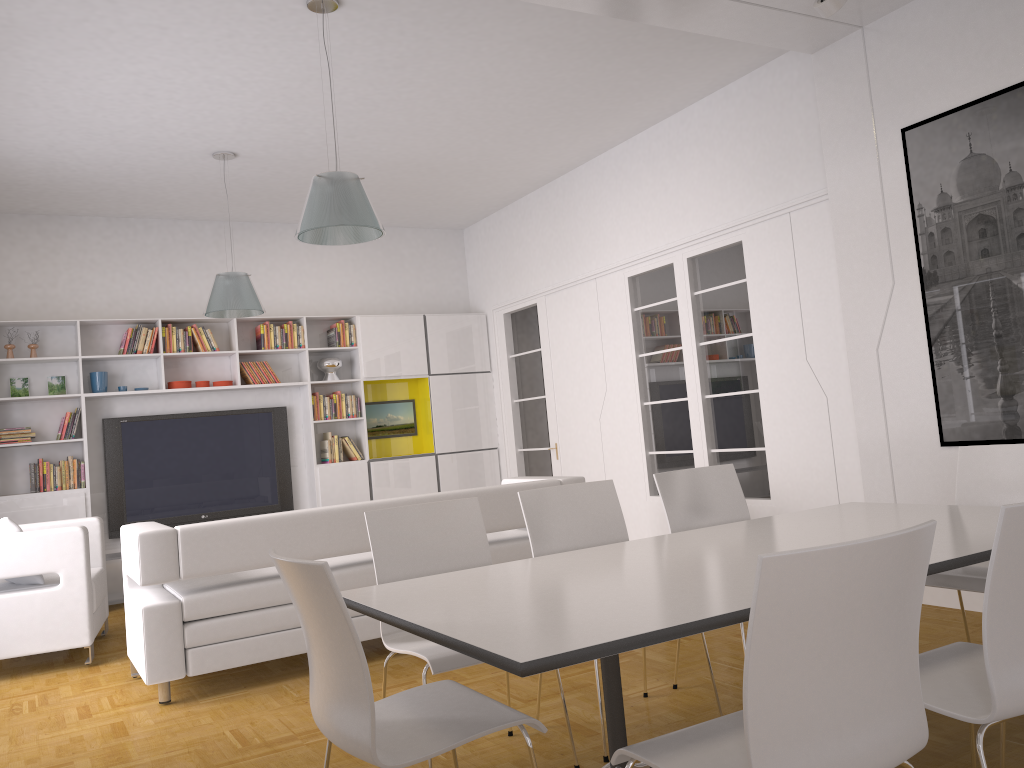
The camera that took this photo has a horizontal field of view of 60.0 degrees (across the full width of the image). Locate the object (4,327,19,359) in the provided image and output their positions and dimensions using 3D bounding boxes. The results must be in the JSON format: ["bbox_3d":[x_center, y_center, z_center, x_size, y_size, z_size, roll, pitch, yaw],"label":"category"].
[{"bbox_3d":[-4.297,-0.338,7.623,0.121,0.279,0.179,-3,-4,-24],"label":"object"}]

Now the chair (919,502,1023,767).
[{"bbox_3d":[1.169,0.728,2.164,0.561,0.932,0.574,-3,-4,-29],"label":"chair"}]

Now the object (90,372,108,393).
[{"bbox_3d":[-3.673,-0.007,7.890,0.147,0.193,0.147,-2,-5,-40],"label":"object"}]

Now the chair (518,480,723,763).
[{"bbox_3d":[0.388,0.870,3.501,0.561,0.932,0.574,-3,-4,-29],"label":"chair"}]

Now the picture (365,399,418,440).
[{"bbox_3d":[-1.292,0.373,9.338,0.609,0.388,0.007,-3,-5,-29],"label":"picture"}]

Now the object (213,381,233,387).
[{"bbox_3d":[-2.740,0.004,8.402,0.182,0.054,0.182,-3,-4,-33],"label":"object"}]

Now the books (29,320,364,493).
[{"bbox_3d":[-3.262,0.156,8.105,3.864,1.457,0.235,-3,-4,-29],"label":"books"}]

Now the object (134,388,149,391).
[{"bbox_3d":[-3.366,0.055,8.054,0.124,0.032,0.123,-2,-4,-44],"label":"object"}]

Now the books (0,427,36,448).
[{"bbox_3d":[-4.220,0.454,7.549,0.284,0.153,0.207,-3,-4,-29],"label":"books"}]

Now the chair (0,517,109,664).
[{"bbox_3d":[-3.081,1.283,5.701,0.801,0.913,1.094,-4,-4,-20],"label":"chair"}]

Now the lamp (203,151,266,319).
[{"bbox_3d":[-2.175,-1.156,6.819,0.465,1.251,0.463,-3,-5,-30],"label":"lamp"}]

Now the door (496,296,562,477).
[{"bbox_3d":[0.204,0.403,8.996,0.139,2.458,1.007,-3,-5,-29],"label":"door"}]

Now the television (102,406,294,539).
[{"bbox_3d":[-2.914,0.809,8.333,1.661,1.089,0.081,-3,-5,-29],"label":"television"}]

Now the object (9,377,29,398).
[{"bbox_3d":[-4.271,0.037,7.688,0.144,0.190,0.051,-3,-5,-29],"label":"object"}]

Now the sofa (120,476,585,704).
[{"bbox_3d":[-0.834,1.100,5.249,2.624,0.850,0.821,-3,-4,-29],"label":"sofa"}]

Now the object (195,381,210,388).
[{"bbox_3d":[-2.906,0.012,8.330,0.129,0.073,0.128,-3,-4,-33],"label":"object"}]

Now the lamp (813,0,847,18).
[{"bbox_3d":[1.478,-1.898,4.158,0.173,0.365,0.167,-6,-4,13],"label":"lamp"}]

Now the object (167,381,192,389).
[{"bbox_3d":[-3.084,0.017,8.230,0.211,0.073,0.210,-7,-4,35],"label":"object"}]

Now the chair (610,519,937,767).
[{"bbox_3d":[0.559,0.766,1.819,0.561,0.932,0.574,-3,-4,-29],"label":"chair"}]

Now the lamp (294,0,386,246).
[{"bbox_3d":[-0.939,-1.384,4.613,0.465,1.251,0.463,-3,-5,-30],"label":"lamp"}]

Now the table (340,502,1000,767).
[{"bbox_3d":[0.802,0.898,2.833,2.412,0.723,1.208,-3,-4,-29],"label":"table"}]

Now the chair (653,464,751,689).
[{"bbox_3d":[0.998,0.832,3.847,0.561,0.932,0.574,-3,-4,-29],"label":"chair"}]

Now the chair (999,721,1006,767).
[{"bbox_3d":[1.743,0.693,2.489,0.561,0.932,0.574,-3,-4,-29],"label":"chair"}]

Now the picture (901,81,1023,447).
[{"bbox_3d":[2.447,-0.578,4.558,0.013,1.783,0.785,-3,-5,-29],"label":"picture"}]

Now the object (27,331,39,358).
[{"bbox_3d":[-4.200,-0.333,7.696,0.179,0.260,0.119,-5,-4,-9],"label":"object"}]

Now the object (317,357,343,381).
[{"bbox_3d":[-1.832,-0.138,8.944,0.256,0.239,0.256,-4,-4,-22],"label":"object"}]

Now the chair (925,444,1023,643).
[{"bbox_3d":[1.884,0.725,3.479,0.575,0.932,0.560,-3,-4,-29],"label":"chair"}]

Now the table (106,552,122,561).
[{"bbox_3d":[-2.602,1.617,7.879,1.974,0.435,0.436,-3,-4,-29],"label":"table"}]

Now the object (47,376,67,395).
[{"bbox_3d":[-4.020,0.022,7.831,0.144,0.190,0.051,-3,-5,-29],"label":"object"}]

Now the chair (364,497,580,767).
[{"bbox_3d":[-0.186,0.905,3.176,0.561,0.932,0.574,-3,-4,-29],"label":"chair"}]

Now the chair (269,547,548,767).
[{"bbox_3d":[-0.277,0.865,2.253,0.575,0.932,0.560,-3,-4,-29],"label":"chair"}]

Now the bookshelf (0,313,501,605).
[{"bbox_3d":[-2.588,0.617,8.464,5.367,2.483,0.389,-3,-4,-29],"label":"bookshelf"}]

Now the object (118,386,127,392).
[{"bbox_3d":[-3.502,0.051,7.978,0.078,0.056,0.078,-5,-3,-4],"label":"object"}]
